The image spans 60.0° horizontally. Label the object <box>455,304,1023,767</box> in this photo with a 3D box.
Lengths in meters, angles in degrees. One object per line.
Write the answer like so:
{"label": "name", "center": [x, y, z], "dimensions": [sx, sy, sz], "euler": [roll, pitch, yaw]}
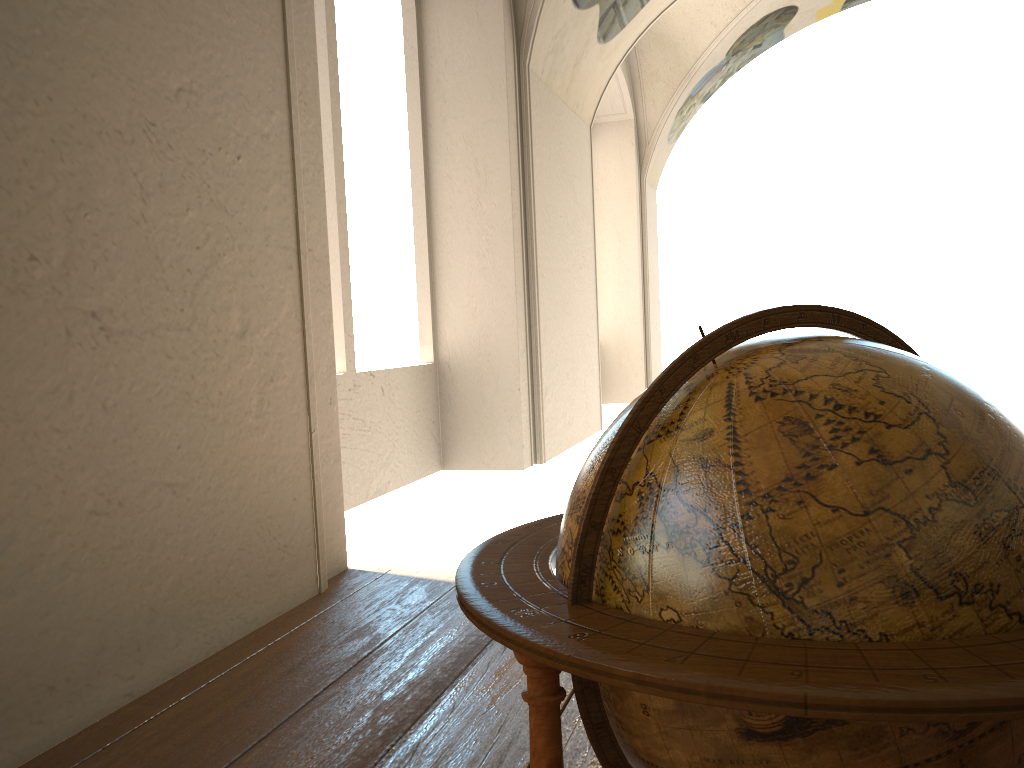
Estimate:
{"label": "object", "center": [0.546, 0.579, 1.659], "dimensions": [1.278, 1.451, 1.278], "euler": [-5, 5, -35]}
